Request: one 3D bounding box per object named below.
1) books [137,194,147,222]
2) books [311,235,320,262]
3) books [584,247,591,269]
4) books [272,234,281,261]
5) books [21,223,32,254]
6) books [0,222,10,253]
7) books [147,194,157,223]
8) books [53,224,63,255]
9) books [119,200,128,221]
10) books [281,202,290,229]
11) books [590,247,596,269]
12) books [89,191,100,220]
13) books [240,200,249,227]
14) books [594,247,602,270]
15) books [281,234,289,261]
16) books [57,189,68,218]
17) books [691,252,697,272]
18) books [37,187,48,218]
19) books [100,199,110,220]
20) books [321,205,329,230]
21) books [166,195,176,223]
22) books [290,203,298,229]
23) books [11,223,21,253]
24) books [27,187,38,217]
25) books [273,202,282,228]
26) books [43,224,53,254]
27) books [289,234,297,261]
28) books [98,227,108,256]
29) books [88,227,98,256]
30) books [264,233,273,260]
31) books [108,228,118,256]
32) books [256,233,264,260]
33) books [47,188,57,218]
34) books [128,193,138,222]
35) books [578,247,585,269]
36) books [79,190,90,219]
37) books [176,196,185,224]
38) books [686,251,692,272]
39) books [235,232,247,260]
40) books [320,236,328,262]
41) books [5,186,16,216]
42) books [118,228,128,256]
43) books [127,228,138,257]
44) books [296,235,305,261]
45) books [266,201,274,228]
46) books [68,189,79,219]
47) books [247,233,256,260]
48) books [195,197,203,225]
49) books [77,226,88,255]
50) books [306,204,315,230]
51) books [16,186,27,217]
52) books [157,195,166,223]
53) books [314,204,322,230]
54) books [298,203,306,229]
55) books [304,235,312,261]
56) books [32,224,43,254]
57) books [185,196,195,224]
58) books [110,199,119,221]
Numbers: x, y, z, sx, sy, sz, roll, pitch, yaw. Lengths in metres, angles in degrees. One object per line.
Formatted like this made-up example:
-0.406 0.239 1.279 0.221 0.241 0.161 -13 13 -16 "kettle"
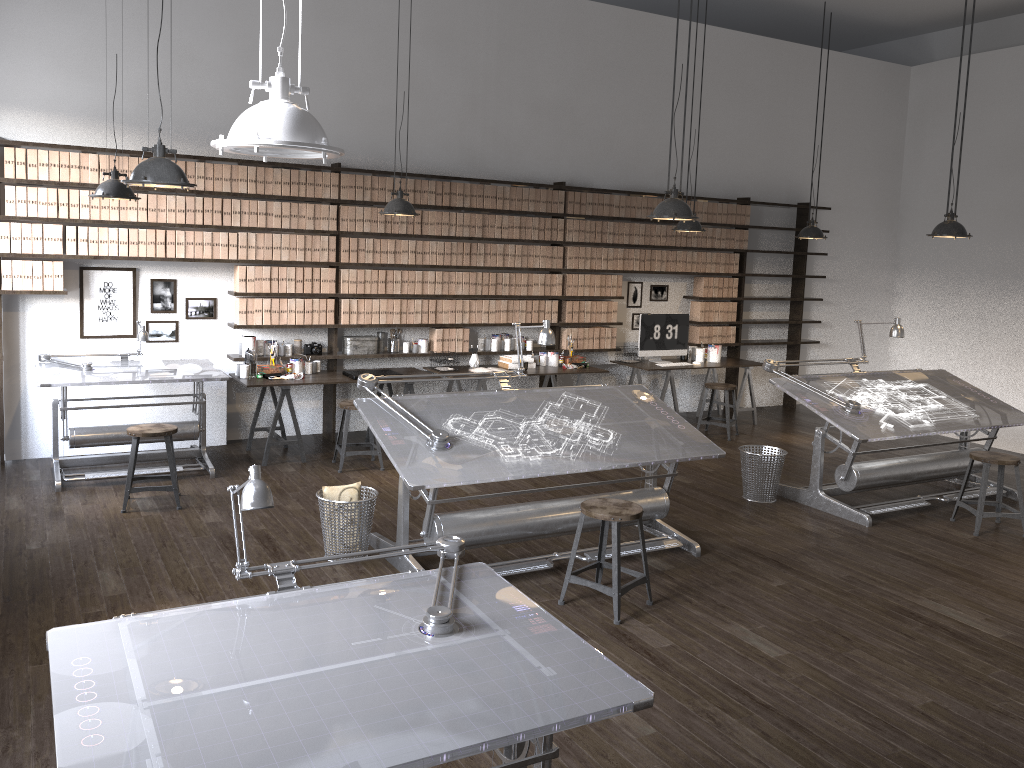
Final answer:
-2.935 -1.392 7.018 0.067 0.224 0.175 -1 8 -29 "books"
-1.732 -1.183 7.728 0.067 0.224 0.175 -1 8 -29 "books"
0.732 -1.295 9.100 0.067 0.224 0.175 -1 8 -29 "books"
-2.027 -1.169 7.558 0.067 0.224 0.175 -1 8 -29 "books"
-3.649 -1.095 6.659 0.067 0.224 0.175 -1 8 -29 "books"
-3.770 -1.089 6.583 0.067 0.224 0.175 -1 8 -29 "books"
-2.875 -1.395 7.055 0.067 0.224 0.175 -1 8 -29 "books"
-3.464 -1.103 6.754 0.067 0.224 0.175 -1 8 -29 "books"
-3.054 -1.387 6.955 0.067 0.224 0.175 -1 8 -29 "books"
-1.952 -1.437 7.566 0.067 0.224 0.175 -1 8 -29 "books"
0.791 -1.298 9.138 0.067 0.224 0.175 -1 8 -29 "books"
-3.234 -1.379 6.856 0.067 0.224 0.175 -1 8 -29 "books"
-2.252 -1.424 7.404 0.067 0.224 0.175 -1 8 -29 "books"
0.853 -1.301 9.170 0.067 0.224 0.175 -1 8 -29 "books"
-1.965 -1.172 7.595 0.067 0.224 0.175 -1 8 -29 "books"
-3.421 -1.369 6.746 0.067 0.224 0.175 -1 8 -29 "books"
1.956 -1.351 9.784 0.067 0.224 0.175 -1 8 -29 "books"
-3.545 -1.364 6.680 0.067 0.224 0.175 -1 8 -29 "books"
-3.172 -1.382 6.890 0.067 0.224 0.175 -1 8 -29 "books"
-1.657 -1.450 7.733 0.067 0.224 0.175 -1 8 -29 "books"
-2.752 -1.400 7.122 0.067 0.224 0.175 -1 8 -29 "books"
-1.893 -1.440 7.604 0.067 0.224 0.175 -1 8 -29 "books"
-3.708 -1.092 6.621 0.067 0.224 0.175 -1 8 -29 "books"
-3.598 -1.361 6.646 0.067 0.224 0.175 -1 8 -29 "books"
-2.016 -1.434 7.532 0.067 0.224 0.175 -1 8 -29 "books"
-3.522 -1.101 6.727 0.067 0.224 0.175 -1 8 -29 "books"
-1.911 -1.175 7.627 0.067 0.224 0.175 -1 8 -29 "books"
-3.196 -1.109 6.913 0.067 0.224 0.175 -1 8 -29 "books"
-3.256 -1.106 6.877 0.067 0.224 0.175 -1 8 -29 "books"
-2.090 -1.167 7.527 0.067 0.224 0.175 -1 8 -29 "books"
-3.133 -1.111 6.943 0.067 0.224 0.175 -1 8 -29 "books"
-2.152 -1.164 7.494 0.067 0.224 0.175 -1 8 -29 "books"
-3.488 -1.367 6.715 0.067 0.224 0.175 -1 8 -29 "books"
-2.999 -1.389 6.984 0.067 0.224 0.175 -1 8 -29 "books"
0.671 -1.291 9.062 0.067 0.224 0.175 -1 8 -29 "books"
-3.294 -1.375 6.818 0.067 0.224 0.175 -1 8 -29 "books"
-2.687 -1.403 7.154 0.067 0.224 0.175 -1 8 -29 "books"
1.894 -1.347 9.745 0.067 0.224 0.175 -1 8 -29 "books"
-2.273 -1.157 7.419 0.067 0.224 0.175 -1 8 -29 "books"
-1.668 -1.185 7.759 0.067 0.224 0.175 -1 8 -29 "books"
-3.726 -1.356 6.578 0.067 0.224 0.175 -1 8 -29 "books"
-3.069 -1.114 6.976 0.067 0.224 0.175 -1 8 -29 "books"
-3.005 -1.117 7.011 0.067 0.224 0.175 -1 8 -29 "books"
-1.850 -1.177 7.655 0.067 0.224 0.175 -1 8 -29 "books"
-2.072 -1.432 7.503 0.067 0.224 0.175 -1 8 -29 "books"
-3.358 -1.373 6.787 0.067 0.224 0.175 -1 8 -29 "books"
-2.211 -1.161 7.457 0.067 0.224 0.175 -1 8 -29 "books"
-2.571 -1.409 7.224 0.067 0.224 0.175 -1 8 -29 "books"
-3.316 -1.103 6.839 0.067 0.224 0.175 -1 8 -29 "books"
-1.768 -1.445 7.667 0.067 0.224 0.175 -1 8 -29 "books"
-3.661 -1.358 6.611 0.067 0.224 0.175 -1 8 -29 "books"
-2.815 -1.398 7.091 0.067 0.224 0.175 -1 8 -29 "books"
-1.712 -1.448 7.704 0.067 0.224 0.175 -1 8 -29 "books"
-1.833 -1.443 7.639 0.067 0.224 0.175 -1 8 -29 "books"
-1.794 -1.180 7.693 0.067 0.224 0.175 -1 8 -29 "books"
-3.587 -1.098 6.691 0.067 0.224 0.175 -1 8 -29 "books"
-2.624 -1.405 7.189 0.067 0.224 0.175 -1 8 -29 "books"
-3.110 -1.383 6.918 0.067 0.224 0.175 -1 8 -29 "books"
